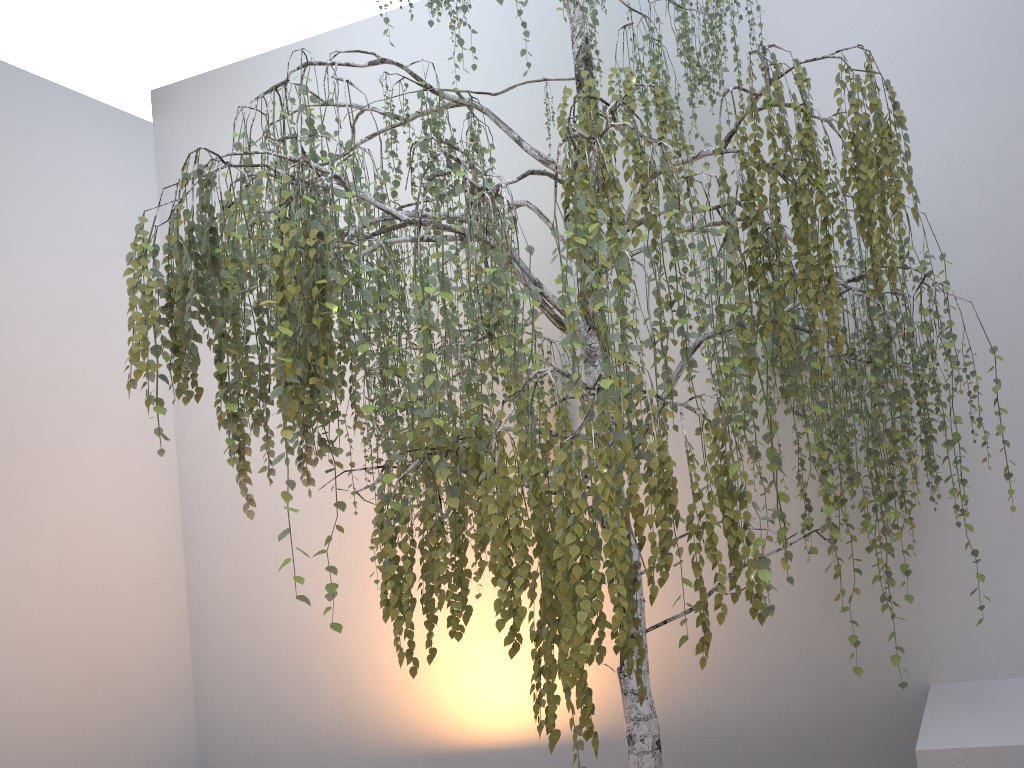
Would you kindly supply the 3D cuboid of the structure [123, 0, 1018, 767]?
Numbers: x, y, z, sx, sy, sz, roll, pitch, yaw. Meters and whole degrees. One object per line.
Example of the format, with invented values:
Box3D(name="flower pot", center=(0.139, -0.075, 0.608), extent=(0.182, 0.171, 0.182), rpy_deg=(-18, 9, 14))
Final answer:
Box3D(name="structure", center=(0.114, -0.443, 2.394), extent=(2.260, 3.963, 1.911), rpy_deg=(-9, -5, 17))
